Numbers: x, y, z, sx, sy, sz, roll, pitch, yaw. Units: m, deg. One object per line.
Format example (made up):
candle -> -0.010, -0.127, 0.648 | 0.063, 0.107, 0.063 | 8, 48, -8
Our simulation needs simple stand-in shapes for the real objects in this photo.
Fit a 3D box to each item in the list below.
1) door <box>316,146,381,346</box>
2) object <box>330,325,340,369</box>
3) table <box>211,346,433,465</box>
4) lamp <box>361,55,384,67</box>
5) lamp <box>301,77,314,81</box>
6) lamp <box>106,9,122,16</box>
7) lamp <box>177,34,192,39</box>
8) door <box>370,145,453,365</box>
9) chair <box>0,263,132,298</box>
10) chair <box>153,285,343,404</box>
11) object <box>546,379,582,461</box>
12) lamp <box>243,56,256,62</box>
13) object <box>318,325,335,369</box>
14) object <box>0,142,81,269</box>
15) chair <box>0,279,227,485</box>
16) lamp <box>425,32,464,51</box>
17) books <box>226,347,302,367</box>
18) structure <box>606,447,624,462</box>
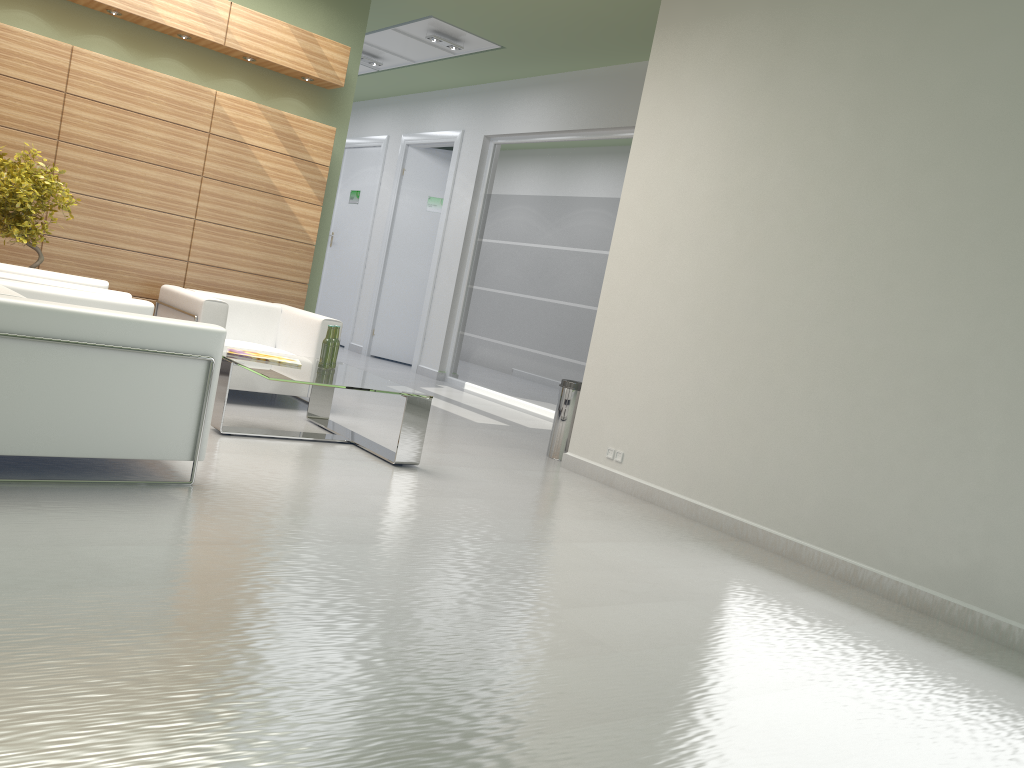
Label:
door -> -4.347, -3.625, 23.071 | 0.250, 5.083, 2.089 | 8, 6, -38
object -> -1.974, -0.411, 9.803 | 0.131, 0.475, 0.131 | 13, 5, 17
table -> -2.225, 0.193, 9.436 | 1.783, 0.742, 2.197 | 8, 6, -38
lamp -> -3.021, -6.772, 18.406 | 0.657, 0.159, 0.286 | 8, 6, -38
lamp -> -2.994, -4.494, 12.995 | 0.181, 0.074, 0.181 | 7, 6, -44
lamp -> -5.084, -4.776, 11.343 | 0.181, 0.074, 0.181 | 12, 5, 12
lamp -> -4.389, -4.682, 11.892 | 0.181, 0.074, 0.181 | 7, 6, -44
door -> -1.986, -2.972, 20.922 | 2.089, 5.083, 0.134 | 13, 5, 22
chair -> -4.876, -0.502, 8.699 | 1.769, 1.234, 1.894 | 8, 6, -33
chair -> -3.505, -0.468, 11.587 | 1.894, 1.234, 1.802 | 8, 6, -38
object -> 0.769, 0.483, 11.645 | 0.482, 1.027, 0.483 | 13, 5, 23
lamp -> -3.684, -4.587, 12.449 | 0.181, 0.074, 0.181 | 12, 5, 12
object -> -2.003, -0.403, 9.629 | 0.131, 0.475, 0.131 | 13, 5, 17
object -> -5.681, -1.458, 9.949 | 1.116, 2.565, 1.201 | 13, 5, 20
chair -> -3.508, -0.074, 6.868 | 1.802, 1.234, 1.894 | 7, 6, -43
lamp -> -1.208, -6.209, 16.016 | 0.657, 0.159, 0.286 | 8, 6, -38
books -> -2.644, -0.286, 9.453 | 0.762, 0.025, 0.508 | 10, 5, -18
structure -> 1.198, 0.823, 10.347 | 0.017, 0.118, 0.262 | 8, 6, -38
